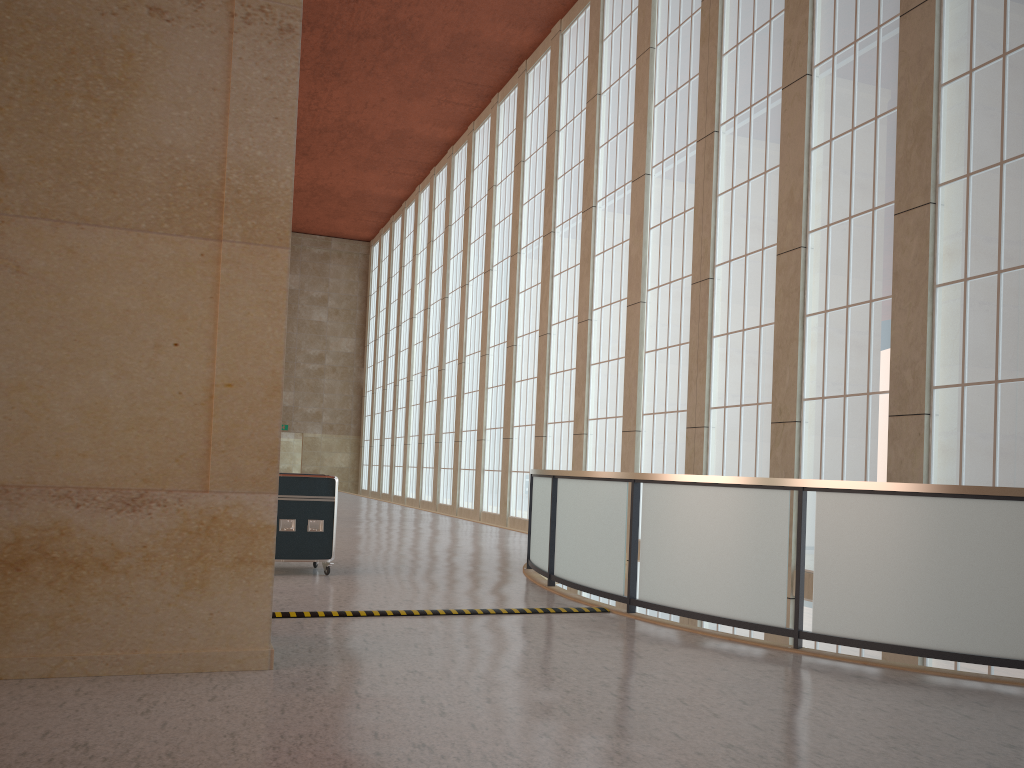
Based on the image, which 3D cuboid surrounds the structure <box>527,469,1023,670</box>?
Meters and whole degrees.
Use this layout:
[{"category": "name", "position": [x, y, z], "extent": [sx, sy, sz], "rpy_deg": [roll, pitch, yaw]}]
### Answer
[{"category": "structure", "position": [3.453, 2.252, 12.724], "extent": [5.256, 1.790, 13.099], "rpy_deg": [5, -6, -30]}]

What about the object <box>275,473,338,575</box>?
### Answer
[{"category": "object", "position": [-3.391, 2.189, 13.984], "extent": [1.056, 1.538, 1.275], "rpy_deg": [4, -4, -20]}]

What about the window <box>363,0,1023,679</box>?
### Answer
[{"category": "window", "position": [-15.518, 5.371, 75.555], "extent": [0.010, 28.563, 165.288], "rpy_deg": [3, -5, -20]}]
